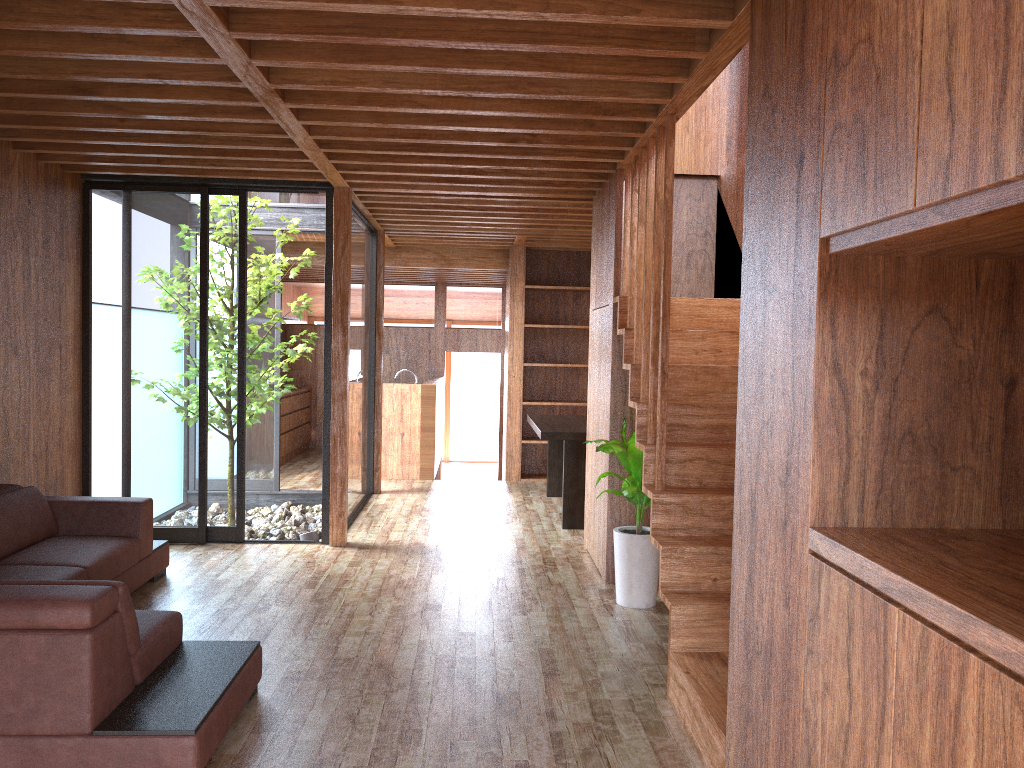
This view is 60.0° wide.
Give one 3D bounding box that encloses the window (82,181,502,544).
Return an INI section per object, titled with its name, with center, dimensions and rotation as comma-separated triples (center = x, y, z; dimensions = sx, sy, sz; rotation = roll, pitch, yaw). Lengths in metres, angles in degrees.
[window]
center = -0.714, -1.126, 6.310
dimensions = 4.108, 5.133, 13.949
rotation = 1, 2, -3

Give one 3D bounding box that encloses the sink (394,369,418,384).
[sink]
center = -1.214, 0.023, 9.865
dimensions = 0.558, 0.423, 2.455
rotation = 1, 2, -2

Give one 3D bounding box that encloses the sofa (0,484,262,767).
[sofa]
center = -1.792, 0.731, 3.711
dimensions = 1.701, 0.760, 2.502
rotation = 1, 2, -3

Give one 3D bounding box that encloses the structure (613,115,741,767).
[structure]
center = 1.011, 0.024, 3.703
dimensions = 0.830, 2.299, 2.445
rotation = 1, 2, -3

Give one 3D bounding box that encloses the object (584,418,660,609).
[object]
center = 0.687, 0.620, 4.526
dimensions = 0.676, 1.031, 0.630
rotation = 1, 3, -13

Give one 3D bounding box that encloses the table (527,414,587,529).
[table]
center = 0.512, 0.670, 7.143
dimensions = 0.701, 0.716, 1.670
rotation = 1, 2, -3
